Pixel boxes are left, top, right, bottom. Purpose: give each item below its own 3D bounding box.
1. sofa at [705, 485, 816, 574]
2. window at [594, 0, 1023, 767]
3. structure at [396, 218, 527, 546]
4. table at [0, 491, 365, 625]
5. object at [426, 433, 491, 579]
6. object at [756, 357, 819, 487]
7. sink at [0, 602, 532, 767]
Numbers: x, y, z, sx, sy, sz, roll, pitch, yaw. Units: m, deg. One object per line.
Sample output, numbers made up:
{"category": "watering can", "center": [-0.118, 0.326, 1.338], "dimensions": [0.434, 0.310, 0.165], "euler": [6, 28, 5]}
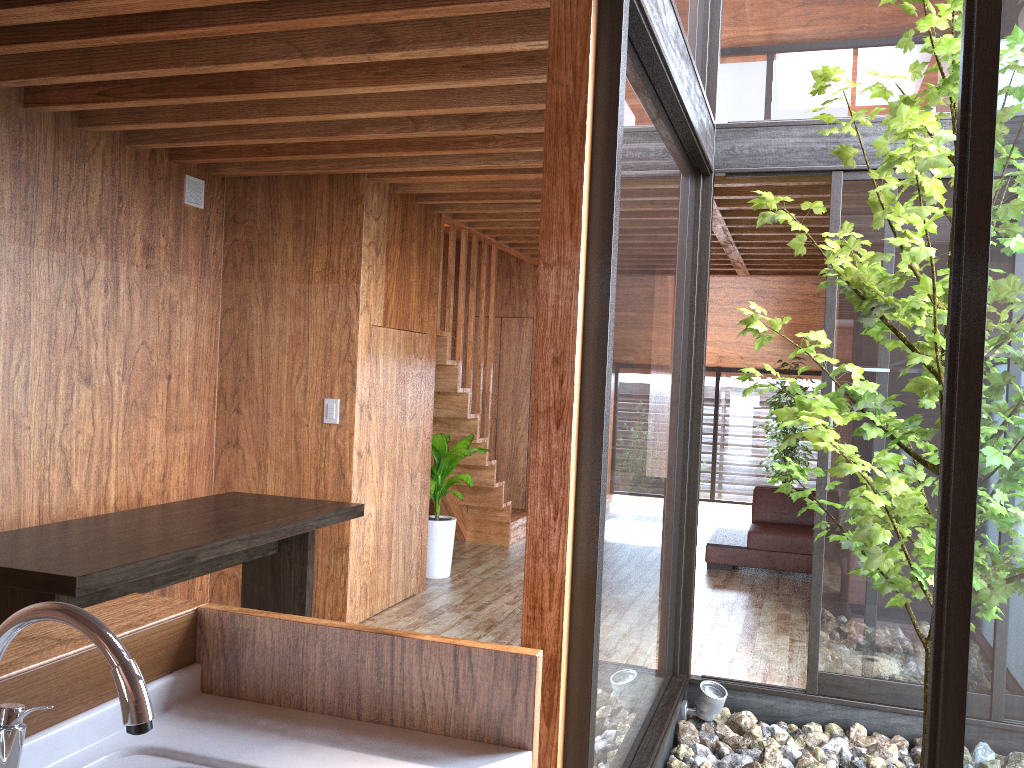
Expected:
{"category": "sofa", "center": [2.076, 0.996, 5.756], "dimensions": [1.691, 0.760, 2.516], "euler": [3, 0, 18]}
{"category": "window", "center": [0.241, -0.853, 3.582], "dimensions": [4.085, 5.132, 14.032], "euler": [3, 0, 18]}
{"category": "structure", "center": [-0.485, 0.103, 6.712], "dimensions": [0.825, 2.298, 2.459], "euler": [3, 1, 18]}
{"category": "table", "center": [-1.281, 0.880, 3.344], "dimensions": [0.697, 0.716, 1.679], "euler": [3, 0, 18]}
{"category": "object", "center": [-0.508, 0.743, 5.861], "dimensions": [0.672, 1.031, 0.634], "euler": [3, 1, 8]}
{"category": "object", "center": [2.970, 0.547, 9.511], "dimensions": [0.634, 1.690, 0.683], "euler": [3, 1, 25]}
{"category": "sink", "center": [-0.621, 0.430, 0.136], "dimensions": [0.555, 0.423, 2.470], "euler": [3, 0, 18]}
